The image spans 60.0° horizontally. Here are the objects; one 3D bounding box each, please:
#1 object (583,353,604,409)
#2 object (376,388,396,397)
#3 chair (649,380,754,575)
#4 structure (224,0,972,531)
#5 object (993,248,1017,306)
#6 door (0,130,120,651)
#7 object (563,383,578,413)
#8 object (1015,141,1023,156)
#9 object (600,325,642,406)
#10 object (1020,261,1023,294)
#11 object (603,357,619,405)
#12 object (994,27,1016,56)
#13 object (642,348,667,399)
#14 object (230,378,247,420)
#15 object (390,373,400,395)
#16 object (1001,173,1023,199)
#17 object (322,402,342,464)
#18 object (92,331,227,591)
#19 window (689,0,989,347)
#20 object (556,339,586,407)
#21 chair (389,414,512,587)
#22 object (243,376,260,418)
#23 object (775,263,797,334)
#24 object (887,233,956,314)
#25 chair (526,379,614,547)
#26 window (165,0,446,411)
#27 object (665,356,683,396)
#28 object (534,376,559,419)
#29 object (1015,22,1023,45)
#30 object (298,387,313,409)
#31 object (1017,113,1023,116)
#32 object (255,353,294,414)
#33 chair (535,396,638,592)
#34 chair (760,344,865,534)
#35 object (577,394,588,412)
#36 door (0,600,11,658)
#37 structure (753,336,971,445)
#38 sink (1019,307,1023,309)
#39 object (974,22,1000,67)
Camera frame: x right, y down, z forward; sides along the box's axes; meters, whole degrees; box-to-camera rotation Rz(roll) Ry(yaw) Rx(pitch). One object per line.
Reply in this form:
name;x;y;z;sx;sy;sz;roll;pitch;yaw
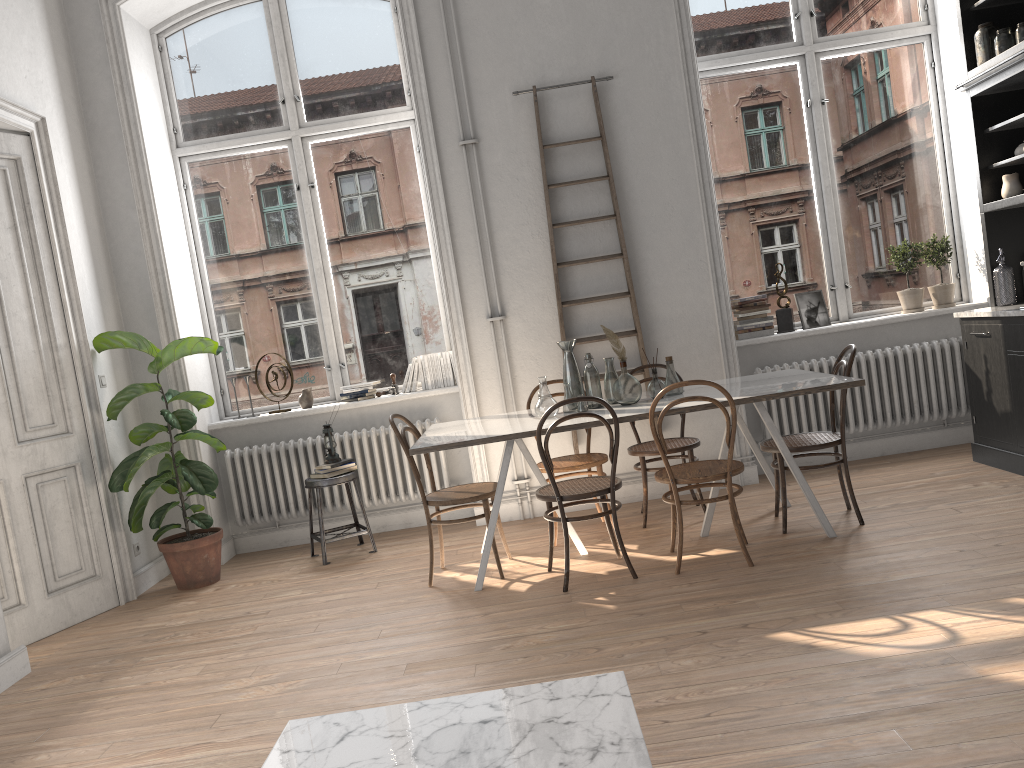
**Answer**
object;0.435;-0.019;4.821;0.086;0.301;0.086;-10;4;-13
object;-0.901;0.060;6.273;0.088;0.048;0.153;-6;5;41
chair;0.911;0.416;4.335;0.438;0.921;0.549;-8;4;12
structure;0.328;-1.396;5.921;5.182;4.476;0.340;-9;4;1
object;2.983;-0.652;5.378;0.108;0.349;0.109;-10;4;-18
door;-2.780;0.002;4.763;0.216;2.816;1.096;-7;4;26
object;0.308;0.074;4.828;0.083;0.158;0.083;-9;4;-3
object;3.051;-1.394;5.264;0.140;0.100;0.125;-10;4;-17
object;0.592;-0.111;4.724;0.157;0.446;0.156;-8;4;19
object;3.103;-0.640;5.313;0.086;0.301;0.086;-10;4;-13
object;0.551;-0.018;4.893;0.098;0.255;0.100;-11;4;-22
object;2.846;-1.963;5.113;0.114;0.155;0.114;-9;4;5
object;0.772;-0.061;4.805;0.107;0.284;0.106;-9;4;-4
object;-1.961;0.103;6.306;0.095;0.289;0.095;-6;5;33
object;-0.825;0.000;6.212;0.048;0.153;0.088;-11;5;-29
object;2.988;-1.179;5.295;0.127;0.145;0.115;-10;4;-20
object;-1.171;0.316;5.770;0.163;0.383;0.154;-11;4;-25
object;0.396;-0.028;5.206;5.828;1.843;0.791;-8;4;6
window;7.728;-7.329;8.827;14.385;15.945;26.382;-9;4;1
object;0.333;-0.051;4.932;0.116;0.383;0.115;-8;4;12
chair;-0.319;0.578;4.805;0.549;0.921;0.437;-8;4;9
object;-1.846;0.089;6.247;0.095;0.289;0.095;-7;4;24
object;1.891;-0.604;6.201;0.122;0.488;0.102;-7;4;26
object;2.861;-0.773;6.183;0.500;0.524;0.234;-10;4;-10
chair;0.349;0.441;5.320;0.438;0.921;0.549;-9;4;-1
window;-1.461;-1.322;6.351;1.622;2.844;0.013;-9;4;1
object;0.878;-0.047;4.881;0.101;0.212;0.101;-6;5;40
object;0.176;0.071;4.701;0.132;0.219;0.132;-10;4;-10
object;2.900;-1.962;5.010;0.096;0.150;0.096;-10;4;-10
object;-1.456;0.101;6.261;0.100;0.142;0.102;-11;4;-24
object;3.064;-1.592;5.304;0.072;0.047;0.071;-6;5;39
object;-1.668;-0.009;6.258;0.347;0.425;0.087;-6;5;33
chair;0.333;0.503;4.383;0.438;0.921;0.549;-9;4;-3
chair;1.606;0.281;4.743;0.549;0.921;0.437;-8;4;14
object;0.372;0.101;4.734;0.058;0.094;0.058;-7;4;29
door;-2.626;0.052;3.601;0.216;2.816;1.096;-9;4;2
structure;2.421;0.046;6.082;1.577;0.552;0.194;-9;4;1
sink;3.077;-0.478;4.680;0.514;0.505;0.526;-9;4;1
object;2.822;-2.010;5.253;0.118;0.238;0.118;-10;4;-13
